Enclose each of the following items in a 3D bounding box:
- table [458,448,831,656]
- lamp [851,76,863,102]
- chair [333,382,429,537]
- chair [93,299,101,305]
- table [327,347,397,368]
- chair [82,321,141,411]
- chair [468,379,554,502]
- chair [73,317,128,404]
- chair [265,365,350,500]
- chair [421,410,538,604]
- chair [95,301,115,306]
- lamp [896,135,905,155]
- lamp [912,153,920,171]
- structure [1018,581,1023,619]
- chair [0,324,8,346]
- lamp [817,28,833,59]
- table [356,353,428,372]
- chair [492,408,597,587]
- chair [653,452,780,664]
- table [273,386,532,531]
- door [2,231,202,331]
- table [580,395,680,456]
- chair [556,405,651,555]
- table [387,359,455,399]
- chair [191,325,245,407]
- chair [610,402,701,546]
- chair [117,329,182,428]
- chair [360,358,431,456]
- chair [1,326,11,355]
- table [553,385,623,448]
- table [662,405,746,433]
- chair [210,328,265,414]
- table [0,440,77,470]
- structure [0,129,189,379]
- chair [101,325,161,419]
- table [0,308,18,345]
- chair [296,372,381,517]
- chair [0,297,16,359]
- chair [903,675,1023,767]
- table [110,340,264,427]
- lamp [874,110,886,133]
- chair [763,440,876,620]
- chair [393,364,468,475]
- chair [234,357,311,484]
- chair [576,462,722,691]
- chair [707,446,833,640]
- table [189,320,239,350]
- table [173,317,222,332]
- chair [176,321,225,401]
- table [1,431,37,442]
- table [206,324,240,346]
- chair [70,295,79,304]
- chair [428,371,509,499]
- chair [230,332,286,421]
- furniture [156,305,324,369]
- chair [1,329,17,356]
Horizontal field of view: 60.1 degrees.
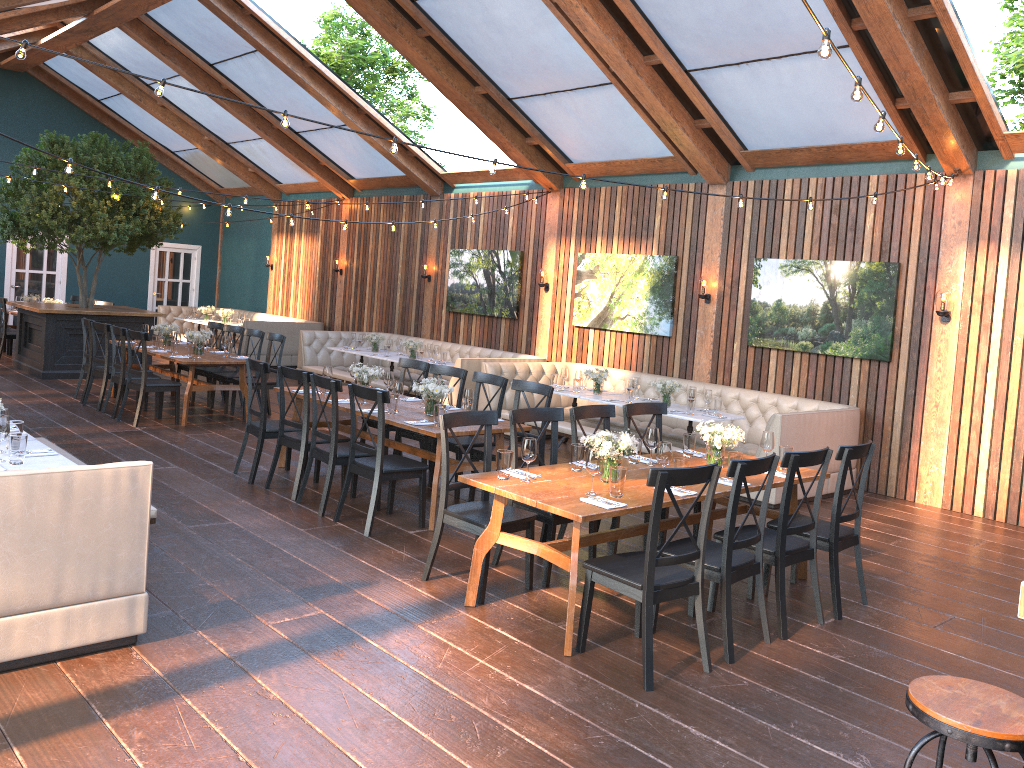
[{"bbox_3d":[0.883,0.915,5.441,2.429,0.727,0.955,-1,7,-42],"label":"table"},{"bbox_3d":[1.614,-1.378,4.133,0.056,0.121,0.056,3,3,-17],"label":"lamp"},{"bbox_3d":[-0.926,0.520,6.456,0.539,1.017,0.479,1,4,-43],"label":"chair"},{"bbox_3d":[-7.527,-0.979,15.561,0.539,1.017,0.479,1,4,-43],"label":"chair"},{"bbox_3d":[-2.321,-0.191,13.594,0.798,0.670,0.802,0,6,-44],"label":"table"},{"bbox_3d":[-4.757,-0.225,10.594,0.479,1.017,0.539,7,4,42],"label":"chair"},{"bbox_3d":[0.003,0.498,7.307,0.539,1.017,0.479,1,4,-43],"label":"chair"},{"bbox_3d":[-5.106,-0.299,11.030,0.539,1.017,0.479,2,4,-38],"label":"chair"},{"bbox_3d":[-1.655,0.374,7.284,0.479,1.017,0.539,7,4,44],"label":"chair"},{"bbox_3d":[-0.164,0.703,5.310,0.542,1.017,0.477,7,4,42],"label":"chair"},{"bbox_3d":[-7.153,-0.903,15.123,0.479,1.017,0.540,6,4,30],"label":"chair"},{"bbox_3d":[2.394,-1.468,5.445,0.056,0.120,0.056,5,3,3],"label":"lamp"},{"bbox_3d":[2.787,-1.527,6.096,0.056,0.119,0.056,5,3,7],"label":"lamp"},{"bbox_3d":[3.794,1.040,3.832,6.798,1.270,0.861,-1,6,-43],"label":"structure"},{"bbox_3d":[-9.177,-1.106,15.563,0.539,1.017,0.479,2,4,-37],"label":"chair"},{"bbox_3d":[1.232,-1.338,3.476,0.056,0.121,0.056,3,3,-24],"label":"lamp"},{"bbox_3d":[-1.773,-0.083,12.993,0.798,0.670,0.802,0,6,-42],"label":"table"},{"bbox_3d":[0.248,0.693,5.689,0.477,1.017,0.542,2,4,-43],"label":"chair"},{"bbox_3d":[1.095,0.860,4.760,0.542,1.017,0.477,7,4,42],"label":"chair"},{"bbox_3d":[-1.036,0.542,7.509,0.950,0.727,2.443,0,7,-42],"label":"table"},{"bbox_3d":[-10.275,-2.018,17.676,8.169,2.202,0.174,-1,5,-43],"label":"door"},{"bbox_3d":[1.262,0.513,9.665,0.798,0.670,0.802,0,6,-42],"label":"table"},{"bbox_3d":[0.661,0.684,6.067,0.542,1.017,0.477,7,4,42],"label":"chair"},{"bbox_3d":[-1.225,0.025,12.392,0.798,0.670,0.802,0,6,-43],"label":"table"},{"bbox_3d":[-3.797,-0.247,11.473,0.479,1.017,0.539,7,4,42],"label":"chair"},{"bbox_3d":[1.074,0.674,6.446,0.477,1.017,0.542,2,4,-43],"label":"chair"},{"bbox_3d":[-3.986,-0.078,9.785,0.479,1.017,0.539,7,4,42],"label":"chair"},{"bbox_3d":[-1.126,0.277,8.545,0.539,1.017,0.479,1,4,-43],"label":"chair"},{"bbox_3d":[-8.860,-1.031,15.096,0.539,1.017,0.479,2,4,-38],"label":"chair"},{"bbox_3d":[0.714,0.405,10.266,0.798,0.670,0.802,0,6,-44],"label":"table"},{"bbox_3d":[1.810,0.620,9.065,0.798,0.670,0.802,0,6,-43],"label":"table"},{"bbox_3d":[-3.421,-0.173,11.060,0.539,1.017,0.479,1,4,-43],"label":"chair"},{"bbox_3d":[-2.885,0.729,4.761,0.798,0.670,0.802,0,6,-43],"label":"table"},{"bbox_3d":[-6.438,-2.015,13.507,2.711,3.685,2.866,2,5,-34],"label":"structure"},{"bbox_3d":[-4.362,-0.152,10.197,0.539,1.017,0.479,2,4,-40],"label":"chair"},{"bbox_3d":[-8.181,-0.859,15.341,0.950,0.727,2.443,0,7,-42],"label":"table"},{"bbox_3d":[-1.307,0.446,6.864,0.539,1.017,0.479,2,4,-37],"label":"chair"},{"bbox_3d":[-8.061,-0.884,14.314,0.539,1.017,0.479,1,4,-43],"label":"chair"},{"bbox_3d":[1.280,1.262,2.507,0.469,0.733,0.468,7,4,35],"label":"chair"},{"bbox_3d":[-4.067,-0.052,10.831,0.950,0.727,2.443,0,7,-42],"label":"table"},{"bbox_3d":[1.991,-1.422,4.791,0.056,0.120,0.056,2,4,-37],"label":"lamp"},{"bbox_3d":[1.921,0.840,5.517,0.542,1.017,0.477,7,4,42],"label":"chair"},{"bbox_3d":[-0.749,0.351,8.132,0.479,1.017,0.539,7,4,42],"label":"chair"},{"bbox_3d":[-2.057,0.299,7.683,0.539,1.017,0.479,2,4,-35],"label":"chair"},{"bbox_3d":[0.682,0.869,4.382,0.477,1.017,0.542,2,4,-38],"label":"chair"},{"bbox_3d":[1.508,0.850,5.139,0.477,1.017,0.542,2,4,-43],"label":"chair"},{"bbox_3d":[-5.846,-0.882,17.457,0.798,0.670,0.802,0,6,-42],"label":"table"},{"bbox_3d":[-6.394,-0.989,18.058,0.798,0.670,0.802,0,6,-43],"label":"table"},{"bbox_3d":[-4.173,-0.321,11.886,0.539,1.017,0.479,1,4,-43],"label":"chair"},{"bbox_3d":[-3.433,0.621,5.362,0.798,0.670,0.802,0,6,-42],"label":"table"},{"bbox_3d":[-5.297,-0.774,16.856,0.798,0.670,0.802,0,6,-44],"label":"table"},{"bbox_3d":[-8.279,-1.127,16.386,0.479,1.017,0.539,7,4,42],"label":"chair"},{"bbox_3d":[-0.373,0.424,7.720,0.539,1.017,0.479,2,4,-38],"label":"chair"},{"bbox_3d":[-3.044,-0.100,10.648,0.539,1.017,0.479,2,4,-38],"label":"chair"},{"bbox_3d":[-5.499,-0.980,17.732,1.708,0.856,4.178,-1,8,-42],"label":"furniture"},{"bbox_3d":[-8.473,-0.957,14.694,0.479,1.017,0.539,7,4,42],"label":"chair"}]
